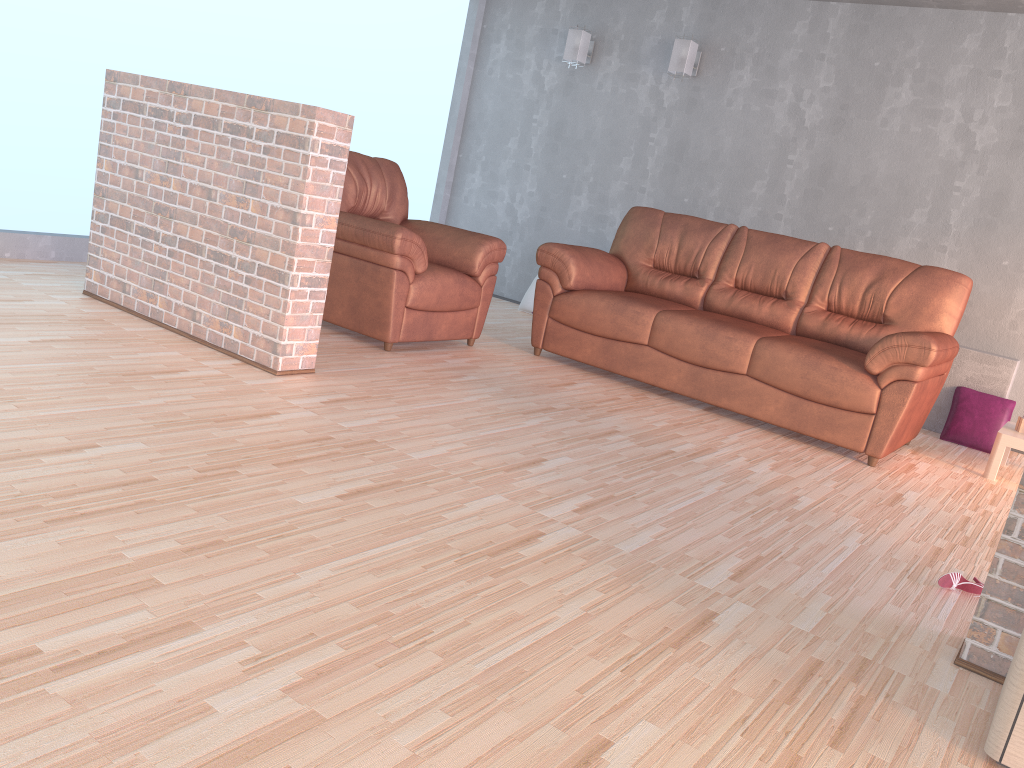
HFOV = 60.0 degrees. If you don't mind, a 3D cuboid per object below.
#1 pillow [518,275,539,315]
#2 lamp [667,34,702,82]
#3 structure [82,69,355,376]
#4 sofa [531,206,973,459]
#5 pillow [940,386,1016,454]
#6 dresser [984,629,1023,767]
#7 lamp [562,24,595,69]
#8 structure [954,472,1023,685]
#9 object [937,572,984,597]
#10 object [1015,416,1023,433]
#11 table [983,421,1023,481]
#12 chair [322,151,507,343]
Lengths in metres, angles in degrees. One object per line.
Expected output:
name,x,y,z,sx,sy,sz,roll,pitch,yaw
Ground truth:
pillow,0.251,-0.676,6.828,0.327,0.326,0.241,21,15,35
lamp,1.212,-2.285,6.231,0.165,0.319,0.177,20,15,32
structure,-1.348,-0.747,3.898,1.422,1.057,0.211,20,15,32
sofa,1.256,-0.402,4.912,2.202,0.923,0.981,20,15,32
pillow,2.722,0.214,5.185,0.327,0.326,0.241,18,14,26
dresser,1.731,0.706,1.357,1.686,0.612,0.605,20,15,32
lamp,0.501,-2.539,6.690,0.165,0.319,0.168,20,15,32
structure,1.840,0.392,1.819,1.422,1.057,0.211,20,15,32
object,1.396,0.616,2.725,0.192,0.066,0.078,7,13,-21
object,2.659,0.208,4.522,0.152,0.105,0.080,12,12,1
table,2.742,0.413,4.481,0.548,0.241,0.548,20,15,32
chair,-0.664,-0.769,4.847,0.936,0.879,0.970,19,14,31
